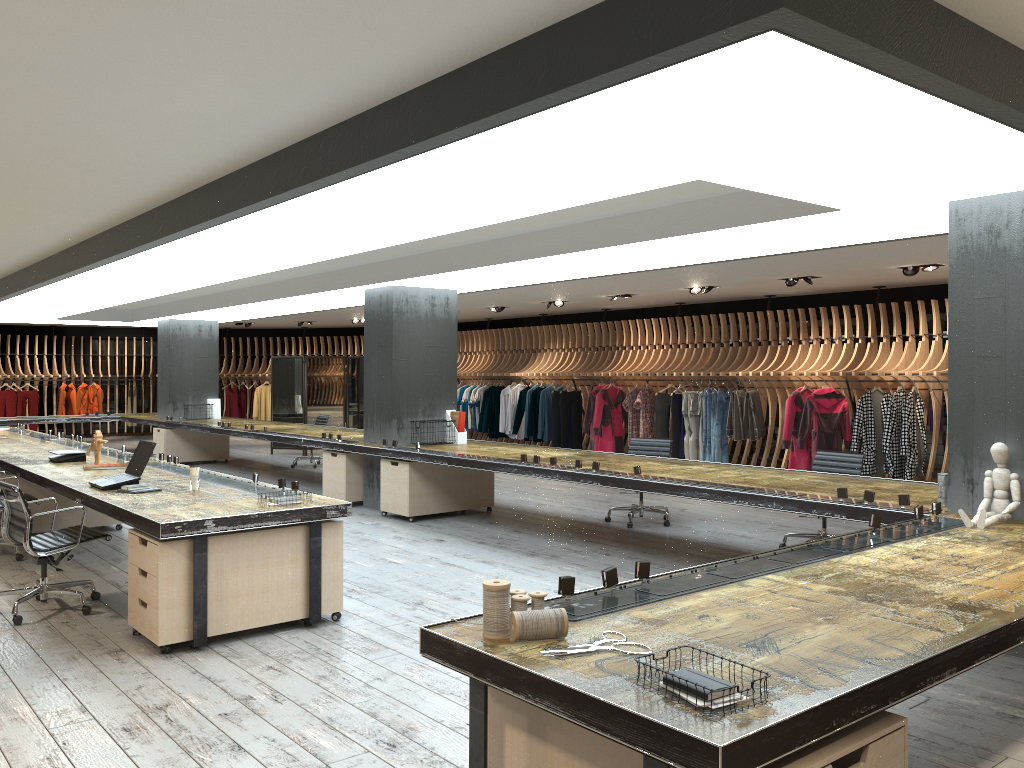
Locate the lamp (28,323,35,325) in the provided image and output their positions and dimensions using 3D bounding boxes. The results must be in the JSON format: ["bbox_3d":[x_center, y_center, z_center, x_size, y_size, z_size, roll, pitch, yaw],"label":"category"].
[{"bbox_3d":[-10.756,-1.631,19.634,0.269,0.296,0.493,0,1,44],"label":"lamp"}]

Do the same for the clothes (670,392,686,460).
[{"bbox_3d":[2.760,0.758,14.408,0.539,1.353,0.087,0,0,-40],"label":"clothes"}]

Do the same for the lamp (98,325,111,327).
[{"bbox_3d":[-9.497,-1.641,20.592,0.492,0.298,0.269,0,0,-30],"label":"lamp"}]

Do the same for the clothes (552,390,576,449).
[{"bbox_3d":[0.999,0.715,16.569,0.539,1.353,0.087,0,0,-15],"label":"clothes"}]

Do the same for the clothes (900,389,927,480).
[{"bbox_3d":[5.190,0.638,11.395,0.191,1.160,0.773,0,0,41],"label":"clothes"}]

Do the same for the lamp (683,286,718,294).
[{"bbox_3d":[2.740,-1.469,12.814,0.269,0.284,0.493,0,1,-39],"label":"lamp"}]

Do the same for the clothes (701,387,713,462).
[{"bbox_3d":[3.094,0.782,13.956,0.277,1.543,0.316,0,0,-40],"label":"clothes"}]

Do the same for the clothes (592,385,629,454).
[{"bbox_3d":[1.775,0.609,15.604,0.840,1.312,0.321,0,0,-30],"label":"clothes"}]

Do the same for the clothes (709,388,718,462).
[{"bbox_3d":[3.215,0.671,13.866,0.316,1.292,0.277,0,0,15],"label":"clothes"}]

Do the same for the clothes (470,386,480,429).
[{"bbox_3d":[-0.578,0.398,18.544,0.742,0.938,0.162,0,0,-45],"label":"clothes"}]

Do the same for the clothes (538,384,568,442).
[{"bbox_3d":[0.826,0.477,16.795,0.715,1.088,0.257,0,0,-34],"label":"clothes"}]

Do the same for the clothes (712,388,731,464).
[{"bbox_3d":[3.263,0.793,13.717,0.373,1.536,0.312,0,0,-28],"label":"clothes"}]

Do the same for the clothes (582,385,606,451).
[{"bbox_3d":[1.593,0.605,15.829,0.840,1.312,0.321,0,0,-40],"label":"clothes"}]

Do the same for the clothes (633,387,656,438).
[{"bbox_3d":[2.288,0.509,14.937,0.179,1.030,0.760,0,0,37],"label":"clothes"}]

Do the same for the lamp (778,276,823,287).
[{"bbox_3d":[3.747,-1.441,11.577,0.269,0.291,0.493,0,1,-39],"label":"lamp"}]

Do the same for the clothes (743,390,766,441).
[{"bbox_3d":[3.652,0.445,13.440,0.336,0.776,0.255,0,0,-24],"label":"clothes"}]

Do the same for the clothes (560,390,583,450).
[{"bbox_3d":[1.106,0.718,16.409,0.539,1.353,0.087,0,0,-35],"label":"clothes"}]

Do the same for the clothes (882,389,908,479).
[{"bbox_3d":[5.059,0.634,11.577,0.773,1.160,0.191,0,0,-39],"label":"clothes"}]

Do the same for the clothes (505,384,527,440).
[{"bbox_3d":[0.158,0.473,17.546,0.733,1.106,0.165,0,0,-39],"label":"clothes"}]

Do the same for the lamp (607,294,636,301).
[{"bbox_3d":[1.733,-1.488,14.051,0.269,0.296,0.493,0,1,-39],"label":"lamp"}]

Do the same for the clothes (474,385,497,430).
[{"bbox_3d":[-0.457,0.404,18.302,0.734,0.937,0.164,0,0,-36],"label":"clothes"}]

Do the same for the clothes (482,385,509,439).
[{"bbox_3d":[-0.201,0.484,18.036,0.913,1.081,0.238,0,0,-35],"label":"clothes"}]

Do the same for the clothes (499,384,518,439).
[{"bbox_3d":[0.082,0.469,17.729,0.733,1.106,0.165,0,0,-34],"label":"clothes"}]

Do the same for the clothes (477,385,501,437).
[{"bbox_3d":[-0.334,0.481,18.199,0.913,1.081,0.238,0,0,-40],"label":"clothes"}]

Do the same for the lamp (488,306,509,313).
[{"bbox_3d":[-0.280,-1.542,16.525,0.269,0.286,0.493,0,1,-39],"label":"lamp"}]

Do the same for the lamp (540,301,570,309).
[{"bbox_3d":[0.726,-1.510,15.288,0.269,0.301,0.493,0,1,-39],"label":"lamp"}]

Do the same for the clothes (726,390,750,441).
[{"bbox_3d":[3.448,0.450,13.498,0.278,0.767,0.263,0,0,-32],"label":"clothes"}]

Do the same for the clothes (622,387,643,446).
[{"bbox_3d":[2.160,0.508,15.119,0.760,1.020,0.187,0,0,-38],"label":"clothes"}]

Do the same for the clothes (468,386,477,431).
[{"bbox_3d":[-0.666,0.413,18.655,0.167,0.960,0.743,0,0,44],"label":"clothes"}]

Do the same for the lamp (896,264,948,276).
[{"bbox_3d":[4.754,-1.415,10.341,0.269,0.294,0.493,0,1,-39],"label":"lamp"}]

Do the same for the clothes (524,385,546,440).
[{"bbox_3d":[0.549,0.471,17.135,0.715,1.088,0.257,0,0,-44],"label":"clothes"}]

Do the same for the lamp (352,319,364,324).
[{"bbox_3d":[-3.456,-1.614,20.090,0.493,0.287,0.269,1,1,31],"label":"lamp"}]

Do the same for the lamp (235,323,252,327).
[{"bbox_3d":[-6.408,-1.640,21.176,0.492,0.294,0.269,0,0,6],"label":"lamp"}]

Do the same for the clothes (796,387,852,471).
[{"bbox_3d":[4.388,0.677,12.396,0.840,1.312,0.321,0,0,-10],"label":"clothes"}]

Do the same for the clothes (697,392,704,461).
[{"bbox_3d":[3.031,0.651,14.091,0.170,1.143,0.273,0,0,8],"label":"clothes"}]

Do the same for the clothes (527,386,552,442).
[{"bbox_3d":[0.623,0.501,17.035,0.913,1.081,0.238,0,0,-40],"label":"clothes"}]

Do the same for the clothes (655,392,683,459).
[{"bbox_3d":[2.618,0.755,14.554,0.539,1.353,0.087,0,0,0],"label":"clothes"}]

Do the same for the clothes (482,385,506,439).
[{"bbox_3d":[-0.251,0.483,18.108,0.913,1.081,0.238,0,0,-40],"label":"clothes"}]

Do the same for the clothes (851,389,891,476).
[{"bbox_3d":[4.864,0.630,11.795,0.773,1.160,0.191,0,0,-19],"label":"clothes"}]

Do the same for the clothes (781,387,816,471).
[{"bbox_3d":[4.205,0.673,12.619,0.840,1.312,0.321,0,0,-20],"label":"clothes"}]

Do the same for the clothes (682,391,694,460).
[{"bbox_3d":[2.862,0.648,14.229,0.273,1.143,0.170,0,0,-7],"label":"clothes"}]

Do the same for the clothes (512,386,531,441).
[{"bbox_3d":[0.393,0.496,17.306,0.913,1.081,0.238,0,0,-35],"label":"clothes"}]

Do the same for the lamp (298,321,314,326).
[{"bbox_3d":[-4.860,-1.629,20.831,0.492,0.292,0.269,0,0,19],"label":"lamp"}]

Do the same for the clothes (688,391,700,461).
[{"bbox_3d":[2.919,0.648,14.138,0.278,1.141,0.172,0,0,-32],"label":"clothes"}]

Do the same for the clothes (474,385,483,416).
[{"bbox_3d":[-0.563,0.416,18.456,0.167,0.950,0.742,0,0,34],"label":"clothes"}]
